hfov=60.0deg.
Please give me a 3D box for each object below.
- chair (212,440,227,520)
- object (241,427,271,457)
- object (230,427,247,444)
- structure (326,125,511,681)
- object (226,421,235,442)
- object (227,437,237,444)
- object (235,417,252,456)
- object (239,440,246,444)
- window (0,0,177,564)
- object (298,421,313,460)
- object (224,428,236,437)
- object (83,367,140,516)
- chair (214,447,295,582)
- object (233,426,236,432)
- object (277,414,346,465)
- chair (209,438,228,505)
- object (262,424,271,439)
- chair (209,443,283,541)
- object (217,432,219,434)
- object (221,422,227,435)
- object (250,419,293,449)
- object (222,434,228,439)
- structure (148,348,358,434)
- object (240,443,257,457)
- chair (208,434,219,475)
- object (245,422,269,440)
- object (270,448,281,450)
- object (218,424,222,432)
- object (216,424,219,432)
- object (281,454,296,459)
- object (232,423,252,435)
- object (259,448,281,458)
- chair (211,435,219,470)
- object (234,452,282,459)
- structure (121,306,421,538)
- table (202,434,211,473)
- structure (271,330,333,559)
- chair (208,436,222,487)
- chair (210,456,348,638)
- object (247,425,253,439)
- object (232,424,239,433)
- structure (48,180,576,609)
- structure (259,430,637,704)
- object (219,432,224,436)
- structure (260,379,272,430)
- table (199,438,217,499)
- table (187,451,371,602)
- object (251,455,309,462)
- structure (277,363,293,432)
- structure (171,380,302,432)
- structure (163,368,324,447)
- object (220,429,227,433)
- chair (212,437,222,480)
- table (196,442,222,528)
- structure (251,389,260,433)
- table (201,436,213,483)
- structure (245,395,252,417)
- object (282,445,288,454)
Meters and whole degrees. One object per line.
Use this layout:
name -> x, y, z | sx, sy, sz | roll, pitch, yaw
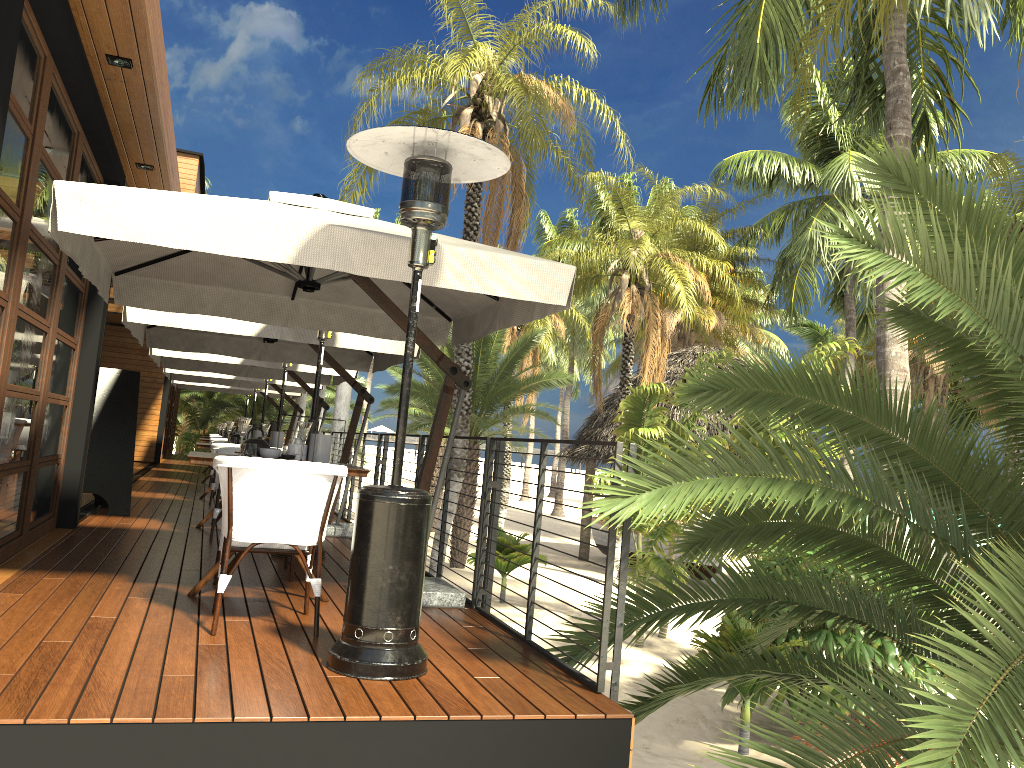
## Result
chair -> -2.716, 0.976, 8.892 | 0.627, 0.789, 0.616 | 7, -5, -17
object -> -1.439, 0.332, 5.003 | 0.168, 0.179, 0.163 | 7, -5, -20
object -> -2.544, 0.489, 8.223 | 0.168, 0.179, 0.163 | 7, -5, -20
structure -> -0.446, 0.055, 3.687 | 0.698, 2.196, 0.699 | 8, -6, -31
object -> -2.684, 0.464, 8.411 | 0.082, 0.227, 0.082 | 7, -6, -18
object -> -2.522, 0.520, 7.996 | 0.086, 0.086, 0.086 | 6, -5, -14
object -> -1.579, 0.307, 5.191 | 0.082, 0.227, 0.082 | 7, -6, -18
object -> -2.424, 0.544, 8.046 | 0.116, 0.065, 0.116 | 6, -5, -14
window -> -11.989, -7.678, 19.521 | 14.465, 17.995, 38.412 | 10, -7, -41
object -> -1.142, 0.319, 4.845 | 0.082, 0.227, 0.082 | 7, -6, -18
object -> -3.642, 0.645, 11.414 | 0.163, 0.179, 0.167 | 7, -5, -17
object -> -4.110, 0.523, 8.621 | 0.767, 1.399, 0.771 | 9, -6, -34
chair -> -1.629, 0.822, 5.724 | 0.627, 0.789, 0.616 | 7, -5, -17
object -> -5.540, 0.945, 17.658 | 0.082, 0.227, 0.082 | 7, -6, -18
object -> -1.154, 0.323, 5.102 | 0.263, 0.264, 0.263 | 3, -6, 26
chair -> -3.347, 1.060, 10.655 | 0.627, 0.789, 0.616 | 7, -5, -17
object -> -2.247, 0.476, 8.065 | 0.082, 0.227, 0.082 | 7, -6, -18
chair -> -2.236, 0.902, 7.417 | 0.627, 0.789, 0.616 | 7, -5, -17
object -> -5.814, 0.988, 17.589 | 0.086, 0.086, 0.086 | 7, -5, -18
object -> -3.779, 0.620, 11.601 | 0.082, 0.227, 0.082 | 8, -6, -29
object -> -2.259, 0.481, 8.321 | 0.263, 0.264, 0.263 | 3, -6, 26
object -> -3.617, 0.676, 11.186 | 0.086, 0.086, 0.086 | 6, -5, -14
structure -> -3.438, 0.346, 11.526 | 2.412, 2.337, 2.411 | 7, -5, -18
object -> -1.417, 0.362, 4.777 | 0.086, 0.086, 0.086 | 6, -5, -14
chair -> -5.561, 1.375, 17.106 | 0.627, 0.789, 0.616 | 7, -5, -17
object -> -3.354, 0.636, 11.511 | 0.263, 0.264, 0.263 | 3, -6, 26
object -> -1.417, 0.407, 5.194 | 0.116, 0.065, 0.116 | 6, -5, -14
object -> -4.871, 0.775, 14.781 | 0.082, 0.227, 0.082 | 7, -6, -18
object -> -5.977, 0.933, 18.004 | 0.082, 0.227, 0.082 | 7, -6, -18
object -> -1.227, 0.409, 4.858 | 0.080, 0.042, 0.080 | 8, -5, -27
object -> -4.446, 0.792, 14.692 | 0.263, 0.264, 0.263 | 3, -6, 26
object -> -1.319, 0.386, 4.826 | 0.116, 0.065, 0.116 | 6, -5, -14
chair -> -4.934, 1.292, 15.354 | 0.627, 0.789, 0.616 | 7, -5, -17
object -> -1.514, 0.429, 5.325 | 0.294, 0.025, 0.170 | 7, -5, -18
structure -> -2.344, 0.190, 8.339 | 2.412, 2.337, 2.411 | 7, -5, -18
table -> -5.764, 1.429, 17.781 | 0.931, 0.750, 0.930 | 7, -5, -18
structure -> -1.517, 0.207, 6.809 | 0.698, 2.196, 0.699 | 8, -6, -31
chair -> -4.454, 1.218, 13.880 | 0.627, 0.789, 0.616 | 7, -5, -17
chair -> -1.133, 0.745, 4.205 | 0.627, 0.789, 0.616 | 7, -5, -17
object -> -3.342, 0.632, 11.255 | 0.082, 0.227, 0.082 | 7, -6, -18
object -> -5.552, 0.949, 17.914 | 0.263, 0.264, 0.263 | 3, -6, 26
structure -> -1.250, 0.034, 5.152 | 2.412, 2.337, 2.411 | 7, -5, -18
structure -> -3.873, 1.411, 15.912 | 0.163, 1.155, 26.240 | 7, -5, -19
object -> -4.708, 0.831, 14.367 | 0.086, 0.086, 0.086 | 6, -5, -14
structure -> -3.697, 0.518, 13.160 | 0.698, 2.196, 0.699 | 8, -6, -31
table -> -3.567, 1.117, 11.380 | 0.931, 0.750, 0.930 | 7, -5, -18
table -> -1.373, 0.804, 4.987 | 0.931, 0.750, 0.930 | 7, -5, -18
object -> -1.225, 0.404, 4.691 | 0.294, 0.025, 0.170 | 7, -5, -18
structure -> -2.618, 0.364, 10.017 | 0.698, 2.196, 0.699 | 8, -6, -31
structure -> -5.626, 0.657, 17.901 | 2.412, 2.337, 2.411 | 7, -5, -18
structure -> -4.532, 0.501, 14.714 | 2.412, 2.337, 2.411 | 7, -5, -18
object -> -4.734, 0.800, 14.595 | 0.163, 0.179, 0.167 | 7, -5, -17
chair -> -3.846, 1.137, 12.185 | 0.627, 0.789, 0.616 | 7, -5, -17
table -> -2.470, 0.961, 8.183 | 0.931, 0.750, 0.930 | 7, -5, -18
structure -> -4.779, 0.671, 16.313 | 0.698, 2.196, 0.699 | 8, -6, -31
table -> -4.664, 1.273, 14.576 | 0.931, 0.750, 0.930 | 7, -5, -18
structure -> -5.863, 0.826, 19.472 | 0.698, 2.196, 0.699 | 8, -6, -31
object -> -1.319, 0.409, 5.249 | 0.086, 0.086, 0.086 | 6, -5, -14
